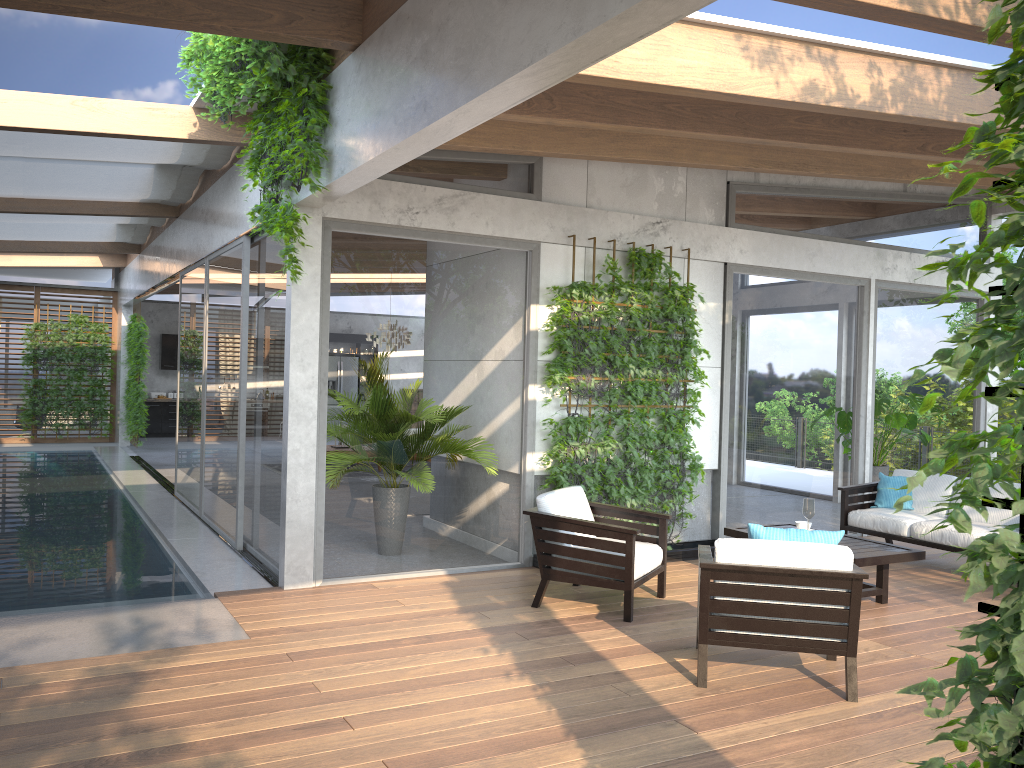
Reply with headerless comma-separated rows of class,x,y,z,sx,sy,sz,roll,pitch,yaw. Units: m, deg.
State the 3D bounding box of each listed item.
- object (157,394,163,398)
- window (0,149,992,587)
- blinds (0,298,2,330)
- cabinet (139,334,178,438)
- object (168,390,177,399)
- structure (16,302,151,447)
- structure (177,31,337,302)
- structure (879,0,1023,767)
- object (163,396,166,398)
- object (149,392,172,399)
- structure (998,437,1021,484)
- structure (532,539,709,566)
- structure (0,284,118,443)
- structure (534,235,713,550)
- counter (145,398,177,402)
object,-7.794,0.274,19.639,0.086,0.087,0.090,2,1,38
window,-2.775,-0.500,14.512,14.294,3.764,23.280,1,1,-29
blinds,-10.947,-0.330,16.991,2.087,2.898,0.692,1,1,-25
cabinet,-5.974,-0.029,20.837,5.901,2.502,0.709,1,1,-30
object,-7.624,0.232,20.151,0.405,0.200,0.147,1,1,-27
structure,-7.343,-0.149,13.062,2.739,2.687,10.282,1,1,-12
structure,-1.739,-1.565,5.999,0.918,2.054,1.822,1,1,-32
structure,1.306,0.203,1.198,0.500,2.687,1.807,1,1,-28
object,-7.734,0.289,19.697,0.083,0.057,0.072,2,1,37
object,-7.853,0.262,19.807,0.381,0.134,0.590,1,1,-40
structure,4.696,1.311,8.850,15.587,3.022,31.708,2,1,12
structure,0.489,1.227,8.695,2.012,0.595,2.203,1,1,-29
structure,-9.987,-0.392,17.114,4.313,3.079,0.085,1,1,-29
structure,1.001,0.125,7.550,1.851,2.669,0.500,1,1,-28
counter,-6.890,0.381,20.318,3.805,0.061,0.607,1,1,-29
